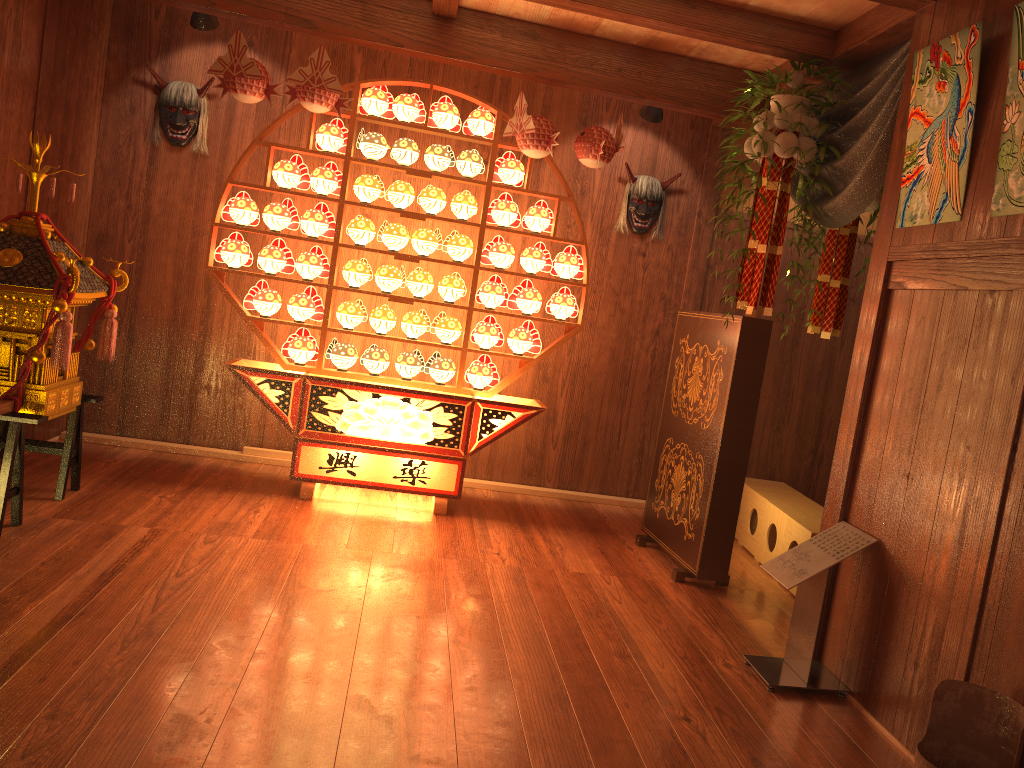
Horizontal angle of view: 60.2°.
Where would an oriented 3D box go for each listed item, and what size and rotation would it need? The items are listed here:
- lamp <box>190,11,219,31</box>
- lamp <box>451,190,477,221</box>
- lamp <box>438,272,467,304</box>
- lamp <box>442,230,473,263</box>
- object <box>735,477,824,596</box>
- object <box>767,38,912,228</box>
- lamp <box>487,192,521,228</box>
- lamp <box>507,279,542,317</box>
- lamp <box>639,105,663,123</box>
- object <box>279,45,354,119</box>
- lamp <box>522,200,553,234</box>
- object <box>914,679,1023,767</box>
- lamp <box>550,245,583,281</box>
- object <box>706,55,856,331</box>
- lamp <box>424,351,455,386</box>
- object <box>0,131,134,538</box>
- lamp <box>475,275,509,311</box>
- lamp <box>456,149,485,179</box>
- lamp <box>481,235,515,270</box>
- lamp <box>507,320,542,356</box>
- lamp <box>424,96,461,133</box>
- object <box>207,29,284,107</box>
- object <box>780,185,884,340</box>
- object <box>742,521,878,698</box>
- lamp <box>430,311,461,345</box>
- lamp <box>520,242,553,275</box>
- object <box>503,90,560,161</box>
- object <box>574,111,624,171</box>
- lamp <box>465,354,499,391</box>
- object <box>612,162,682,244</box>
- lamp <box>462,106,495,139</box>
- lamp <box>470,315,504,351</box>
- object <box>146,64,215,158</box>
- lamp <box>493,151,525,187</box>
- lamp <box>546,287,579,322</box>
[{"bbox_3d":[-1.535,-1.854,4.430,0.139,0.176,0.171,7,6,-23],"label":"lamp"},{"bbox_3d":[-0.254,-0.948,4.676,0.140,0.173,0.156,9,5,-3],"label":"lamp"},{"bbox_3d":[-0.326,-0.515,4.713,0.138,0.173,0.158,9,5,7],"label":"lamp"},{"bbox_3d":[-0.271,-0.729,4.702,0.144,0.173,0.152,5,6,-38],"label":"lamp"},{"bbox_3d":[1.480,0.799,4.701,0.328,0.330,1.285,9,5,-3],"label":"object"},{"bbox_3d":[1.413,-1.071,3.954,0.096,0.750,1.486,8,5,-7],"label":"object"},{"bbox_3d":[-0.036,-0.930,4.716,0.202,0.200,0.155,8,5,-9],"label":"lamp"},{"bbox_3d":[0.099,-0.468,4.791,0.205,0.200,0.153,7,6,-24],"label":"lamp"},{"bbox_3d":[0.769,-1.526,4.862,0.134,0.177,0.177,10,5,11],"label":"lamp"},{"bbox_3d":[-0.933,-1.456,4.265,0.352,0.306,0.213,8,5,-9],"label":"object"},{"bbox_3d":[0.139,-0.903,4.750,0.188,0.195,0.158,9,5,6],"label":"lamp"},{"bbox_3d":[1.141,0.968,2.231,0.243,0.358,0.227,5,6,-38],"label":"object"},{"bbox_3d":[0.300,-0.661,4.804,0.199,0.200,0.158,9,5,6],"label":"lamp"},{"bbox_3d":[1.159,-0.844,3.962,0.582,1.259,0.695,7,5,-19],"label":"object"},{"bbox_3d":[-0.370,-0.079,4.758,0.144,0.173,0.151,4,7,-43],"label":"lamp"},{"bbox_3d":[-1.963,-0.242,3.528,0.614,1.513,0.800,8,5,-8],"label":"object"},{"bbox_3d":[-0.106,-0.495,4.753,0.189,0.195,0.157,9,5,1],"label":"lamp"},{"bbox_3d":[-0.226,-1.165,4.658,0.138,0.173,0.158,9,5,7],"label":"lamp"},{"bbox_3d":[-0.049,-0.704,4.740,0.195,0.187,0.152,6,6,-29],"label":"lamp"},{"bbox_3d":[0.043,-0.254,4.807,0.195,0.200,0.161,11,6,26],"label":"lamp"},{"bbox_3d":[-0.339,-1.416,4.610,0.205,0.200,0.154,7,5,-19],"label":"lamp"},{"bbox_3d":[-1.254,-1.491,4.200,0.359,0.310,0.243,10,5,16],"label":"object"},{"bbox_3d":[1.748,-0.835,4.850,0.763,1.259,0.527,7,5,-23],"label":"object"},{"bbox_3d":[1.034,0.766,3.089,0.304,0.559,0.247,8,5,-9],"label":"object"},{"bbox_3d":[-0.336,-0.295,4.737,0.144,0.173,0.151,4,7,-43],"label":"lamp"},{"bbox_3d":[0.112,-0.684,4.772,0.177,0.191,0.161,11,5,21],"label":"lamp"},{"bbox_3d":[0.125,-1.292,4.460,0.248,0.314,0.353,6,6,-31],"label":"object"},{"bbox_3d":[0.434,-1.261,4.517,0.231,0.318,0.361,8,5,-13],"label":"object"},{"bbox_3d":[-0.172,-0.064,4.793,0.193,0.197,0.158,9,5,6],"label":"lamp"},{"bbox_3d":[0.813,-1.079,5.373,0.368,0.453,0.136,8,5,-10],"label":"object"},{"bbox_3d":[-0.163,-1.385,4.643,0.190,0.188,0.156,9,5,-4],"label":"lamp"},{"bbox_3d":[-0.136,-0.277,4.772,0.186,0.193,0.157,9,5,1],"label":"lamp"},{"bbox_3d":[-1.833,-1.484,4.875,0.368,0.453,0.136,8,5,-10],"label":"object"},{"bbox_3d":[0.003,-1.146,4.699,0.205,0.200,0.153,7,6,-24],"label":"lamp"},{"bbox_3d":[0.277,-0.439,4.824,0.182,0.192,0.157,9,5,1],"label":"lamp"}]
